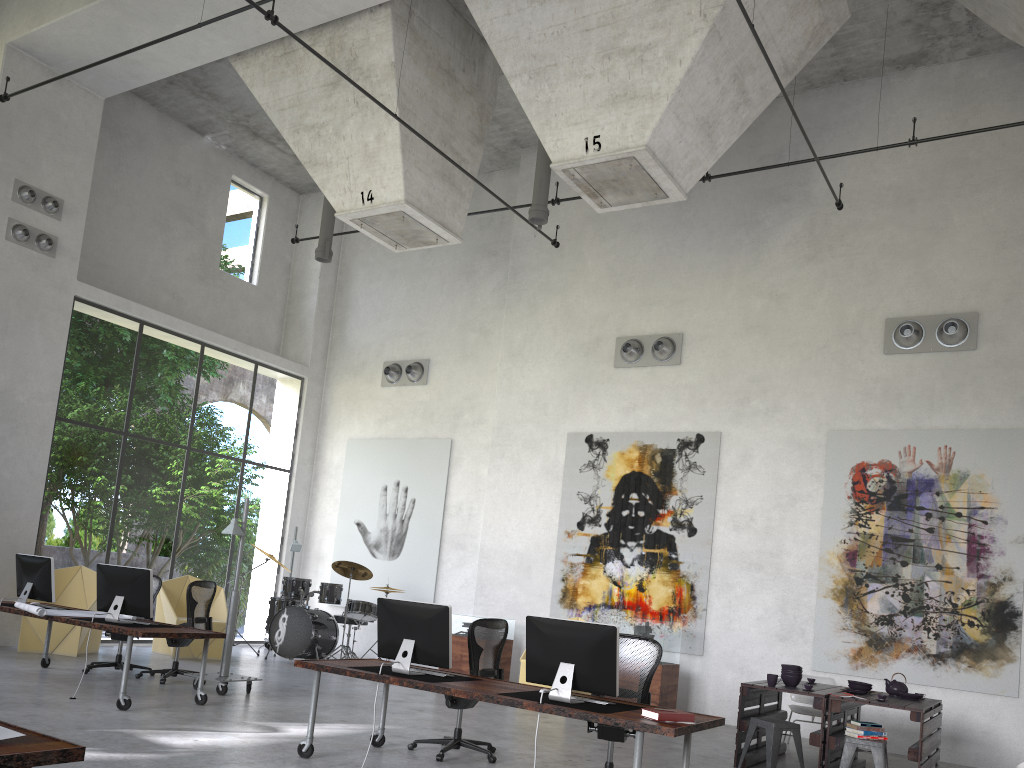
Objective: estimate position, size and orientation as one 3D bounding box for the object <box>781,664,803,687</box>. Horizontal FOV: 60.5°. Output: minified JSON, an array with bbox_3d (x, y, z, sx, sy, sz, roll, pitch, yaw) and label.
[{"bbox_3d":[2.719,2.834,8.544,0.193,0.211,0.218,0,-11,33],"label":"object"}]

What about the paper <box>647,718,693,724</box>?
[{"bbox_3d":[1.002,2.147,5.630,0.290,0.001,0.215,5,-13,4],"label":"paper"}]

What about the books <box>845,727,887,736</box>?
[{"bbox_3d":[3.029,2.974,7.518,0.287,0.033,0.200,12,-14,-26],"label":"books"}]

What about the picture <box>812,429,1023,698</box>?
[{"bbox_3d":[4.806,2.030,10.429,2.215,2.975,0.021,1,-7,32],"label":"picture"}]

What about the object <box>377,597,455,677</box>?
[{"bbox_3d":[-0.720,1.963,6.811,0.714,0.544,0.384,-1,-11,34],"label":"object"}]

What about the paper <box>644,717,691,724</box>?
[{"bbox_3d":[1.002,2.146,5.630,0.289,0.001,0.215,3,-14,14],"label":"paper"}]

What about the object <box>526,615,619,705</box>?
[{"bbox_3d":[0.441,1.914,6.088,0.714,0.544,0.384,-1,-11,34],"label":"object"}]

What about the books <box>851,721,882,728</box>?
[{"bbox_3d":[3.035,2.915,7.525,0.205,0.025,0.146,9,-13,-11],"label":"books"}]

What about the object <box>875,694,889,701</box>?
[{"bbox_3d":[3.324,2.826,7.913,0.137,0.055,0.119,4,-12,8],"label":"object"}]

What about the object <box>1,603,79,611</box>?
[{"bbox_3d":[-5.144,2.426,9.525,0.848,0.008,0.702,-3,-16,33],"label":"object"}]

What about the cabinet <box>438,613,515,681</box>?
[{"bbox_3d":[-0.506,3.824,12.538,0.734,0.998,0.758,1,-10,32],"label":"cabinet"}]

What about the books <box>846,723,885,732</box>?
[{"bbox_3d":[3.027,2.942,7.523,0.255,0.032,0.178,7,-13,-6],"label":"books"}]

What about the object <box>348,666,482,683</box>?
[{"bbox_3d":[-0.746,2.241,6.786,0.848,0.008,0.702,-3,-16,33],"label":"object"}]

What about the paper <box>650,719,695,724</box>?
[{"bbox_3d":[1.002,2.147,5.630,0.290,0.001,0.214,7,-13,-5],"label":"paper"}]

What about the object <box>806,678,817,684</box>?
[{"bbox_3d":[3.127,3.097,9.157,0.140,0.055,0.117,17,-16,-41],"label":"object"}]

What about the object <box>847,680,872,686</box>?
[{"bbox_3d":[3.434,2.971,8.678,0.228,0.057,0.234,-2,-15,31],"label":"object"}]

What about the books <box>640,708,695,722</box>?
[{"bbox_3d":[0.989,2.110,5.601,0.288,0.051,0.205,12,-14,-25],"label":"books"}]

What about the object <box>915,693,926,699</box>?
[{"bbox_3d":[3.989,3.054,8.591,0.116,0.055,0.140,7,-12,-7],"label":"object"}]

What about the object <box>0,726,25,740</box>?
[{"bbox_3d":[-2.032,1.179,3.054,0.435,0.084,0.480,-3,-16,35],"label":"object"}]

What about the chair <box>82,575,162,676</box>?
[{"bbox_3d":[-4.511,2.799,10.302,0.775,1.167,0.802,9,-8,-18],"label":"chair"}]

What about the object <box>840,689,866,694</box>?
[{"bbox_3d":[3.277,2.962,8.447,0.234,0.019,0.239,-1,-15,27],"label":"object"}]

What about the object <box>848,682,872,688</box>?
[{"bbox_3d":[3.438,2.994,8.671,0.228,0.062,0.234,-1,-14,27],"label":"object"}]

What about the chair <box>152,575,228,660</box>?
[{"bbox_3d":[-4.666,3.397,12.848,0.993,1.151,0.938,13,-11,-37],"label":"chair"}]

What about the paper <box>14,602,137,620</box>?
[{"bbox_3d":[-4.563,2.362,9.192,0.978,0.103,1.095,-6,-17,41],"label":"paper"}]

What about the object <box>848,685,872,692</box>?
[{"bbox_3d":[3.434,3.009,8.671,0.229,0.046,0.233,8,-13,-8],"label":"object"}]

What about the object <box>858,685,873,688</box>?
[{"bbox_3d":[3.439,2.983,8.676,0.229,0.062,0.233,-1,-14,27],"label":"object"}]

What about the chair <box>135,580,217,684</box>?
[{"bbox_3d":[-3.841,2.834,10.155,0.793,1.167,0.783,7,-8,-4],"label":"chair"}]

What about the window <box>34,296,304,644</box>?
[{"bbox_3d":[-5.280,1.708,14.082,0.020,4.815,4.655,3,-10,32],"label":"window"}]

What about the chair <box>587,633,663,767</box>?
[{"bbox_3d":[0.814,2.507,6.698,0.770,1.167,0.807,6,-8,1],"label":"chair"}]

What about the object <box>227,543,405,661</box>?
[{"bbox_3d":[-3.055,3.518,13.912,2.963,1.717,1.923,3,-10,17],"label":"object"}]

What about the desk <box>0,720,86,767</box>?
[{"bbox_3d":[-2.781,1.274,2.041,0.973,0.712,3.197,-1,-14,32],"label":"desk"}]

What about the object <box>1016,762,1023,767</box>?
[{"bbox_3d":[2.565,2.217,4.121,0.324,0.923,0.342,11,-8,-39],"label":"object"}]

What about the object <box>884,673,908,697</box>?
[{"bbox_3d":[3.816,2.980,8.713,0.218,0.229,0.216,1,-11,30],"label":"object"}]

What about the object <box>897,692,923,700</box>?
[{"bbox_3d":[3.826,3.002,8.437,0.228,0.046,0.234,4,-13,10],"label":"object"}]

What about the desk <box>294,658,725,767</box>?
[{"bbox_3d":[-0.162,2.560,6.361,3.127,0.713,0.994,-2,-13,32],"label":"desk"}]

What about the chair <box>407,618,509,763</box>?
[{"bbox_3d":[-0.427,2.568,7.506,0.790,1.167,0.786,4,-8,16],"label":"chair"}]

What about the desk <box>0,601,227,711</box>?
[{"bbox_3d":[-4.408,2.746,9.034,3.127,0.713,0.994,-2,-13,32],"label":"desk"}]

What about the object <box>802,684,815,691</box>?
[{"bbox_3d":[2.774,2.840,8.219,0.116,0.055,0.141,2,-13,18],"label":"object"}]

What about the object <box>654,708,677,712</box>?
[{"bbox_3d":[0.981,2.079,5.598,0.149,0.011,0.011,6,-9,1],"label":"object"}]

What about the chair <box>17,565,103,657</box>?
[{"bbox_3d":[-5.982,3.004,11.755,0.982,1.151,0.949,7,-9,-9],"label":"chair"}]

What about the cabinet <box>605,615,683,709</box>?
[{"bbox_3d":[1.645,3.580,11.052,0.742,1.236,0.605,1,-8,32],"label":"cabinet"}]

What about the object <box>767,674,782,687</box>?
[{"bbox_3d":[2.473,2.800,8.297,0.129,0.108,0.103,2,-10,24],"label":"object"}]

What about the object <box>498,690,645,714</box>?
[{"bbox_3d":[0.415,2.192,6.063,0.848,0.008,0.702,-3,-16,33],"label":"object"}]

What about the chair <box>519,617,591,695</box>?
[{"bbox_3d":[0.656,3.712,11.830,0.978,1.151,0.953,1,-10,31],"label":"chair"}]

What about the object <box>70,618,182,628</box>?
[{"bbox_3d":[-3.826,2.371,8.705,0.847,0.008,0.703,0,-14,23],"label":"object"}]

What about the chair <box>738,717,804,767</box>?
[{"bbox_3d":[2.397,3.337,8.056,0.423,0.482,0.442,10,-10,-22],"label":"chair"}]

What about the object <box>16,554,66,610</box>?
[{"bbox_3d":[-5.117,2.149,9.550,0.714,0.544,0.384,-1,-11,34],"label":"object"}]

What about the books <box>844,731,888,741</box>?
[{"bbox_3d":[3.026,3.008,7.515,0.285,0.034,0.201,9,-13,-11],"label":"books"}]

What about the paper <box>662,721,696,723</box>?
[{"bbox_3d":[1.002,2.148,5.630,0.293,0.001,0.213,12,-15,-25],"label":"paper"}]

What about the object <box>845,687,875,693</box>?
[{"bbox_3d":[3.434,3.030,8.670,0.295,0.024,0.302,4,-13,10],"label":"object"}]

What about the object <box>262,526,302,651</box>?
[{"bbox_3d":[-3.870,3.537,15.221,0.584,2.121,0.601,9,-7,-22],"label":"object"}]

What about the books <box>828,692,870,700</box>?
[{"bbox_3d":[3.065,2.834,8.002,0.304,0.029,0.228,6,-13,0],"label":"books"}]

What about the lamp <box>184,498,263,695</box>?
[{"bbox_3d":[-3.084,2.334,9.766,0.578,2.121,0.606,2,-7,32],"label":"lamp"}]

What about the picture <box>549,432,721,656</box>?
[{"bbox_3d":[1.679,2.162,12.377,2.352,2.975,0.021,1,-8,32],"label":"picture"}]

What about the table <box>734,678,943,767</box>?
[{"bbox_3d":[3.187,3.376,8.500,1.600,0.782,1.538,-1,-14,32],"label":"table"}]

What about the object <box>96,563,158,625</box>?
[{"bbox_3d":[-3.799,2.093,8.730,0.713,0.545,0.385,1,-9,24],"label":"object"}]

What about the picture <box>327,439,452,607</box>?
[{"bbox_3d":[-2.165,2.444,15.282,2.334,2.975,0.021,1,-8,32],"label":"picture"}]

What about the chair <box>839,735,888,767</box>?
[{"bbox_3d":[2.997,3.262,7.472,0.419,0.482,0.446,1,-10,27],"label":"chair"}]

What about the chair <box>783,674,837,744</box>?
[{"bbox_3d":[3.394,3.707,9.865,0.692,0.806,0.789,3,-10,17],"label":"chair"}]
